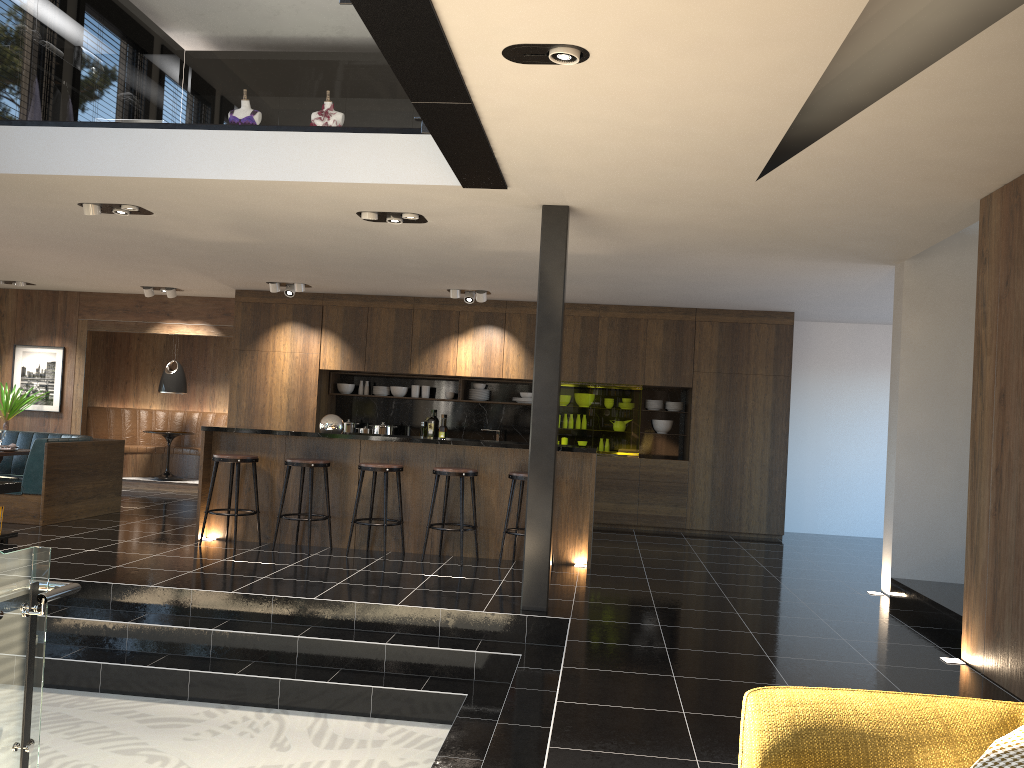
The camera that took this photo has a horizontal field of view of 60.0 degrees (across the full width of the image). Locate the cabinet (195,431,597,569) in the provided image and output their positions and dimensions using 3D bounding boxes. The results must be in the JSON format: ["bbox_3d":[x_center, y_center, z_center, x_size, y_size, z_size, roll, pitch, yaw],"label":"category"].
[{"bbox_3d":[-1.032,1.023,8.181,3.563,0.993,0.698,3,-2,6],"label":"cabinet"}]

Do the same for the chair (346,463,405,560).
[{"bbox_3d":[-1.167,1.100,7.745,0.412,0.799,0.413,3,-2,15],"label":"chair"}]

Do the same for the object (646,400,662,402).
[{"bbox_3d":[1.799,0.223,11.218,0.220,0.033,0.220,2,-2,16],"label":"object"}]

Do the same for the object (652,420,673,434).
[{"bbox_3d":[1.903,0.543,11.208,0.264,0.170,0.264,4,-2,-19],"label":"object"}]

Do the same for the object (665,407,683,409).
[{"bbox_3d":[2.047,0.316,11.190,0.220,0.033,0.220,3,-2,-11],"label":"object"}]

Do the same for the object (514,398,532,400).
[{"bbox_3d":[0.224,0.208,11.394,0.438,0.039,0.438,1,-3,42],"label":"object"}]

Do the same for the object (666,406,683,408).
[{"bbox_3d":[2.048,0.304,11.190,0.220,0.033,0.220,3,-2,-11],"label":"object"}]

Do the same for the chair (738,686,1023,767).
[{"bbox_3d":[0.827,0.825,1.682,1.030,1.097,0.808,3,-2,5],"label":"chair"}]

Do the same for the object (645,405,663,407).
[{"bbox_3d":[1.796,0.292,11.216,0.220,0.033,0.220,2,-2,16],"label":"object"}]

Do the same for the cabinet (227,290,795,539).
[{"bbox_3d":[-0.105,0.338,11.257,6.892,2.689,0.870,3,-1,6],"label":"cabinet"}]

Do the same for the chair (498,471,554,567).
[{"bbox_3d":[0.144,1.165,7.607,0.412,0.799,0.413,3,-2,15],"label":"chair"}]

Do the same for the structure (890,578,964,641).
[{"bbox_3d":[3.725,0.103,3.693,1.964,3.016,6.665,3,-2,6],"label":"structure"}]

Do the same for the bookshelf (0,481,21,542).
[{"bbox_3d":[-4.411,1.044,6.873,0.356,0.500,1.305,3,-2,6],"label":"bookshelf"}]

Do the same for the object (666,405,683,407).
[{"bbox_3d":[2.049,0.294,11.190,0.220,0.033,0.220,3,-2,-11],"label":"object"}]

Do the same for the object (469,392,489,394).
[{"bbox_3d":[-0.428,0.128,11.532,0.269,0.024,0.269,1,-3,44],"label":"object"}]

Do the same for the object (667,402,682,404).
[{"bbox_3d":[2.051,0.248,11.191,0.220,0.033,0.220,3,-2,-11],"label":"object"}]

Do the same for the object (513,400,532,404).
[{"bbox_3d":[0.223,0.235,11.393,0.438,0.039,0.438,1,-3,42],"label":"object"}]

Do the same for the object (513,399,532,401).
[{"bbox_3d":[0.224,0.223,11.393,0.438,0.039,0.438,1,-3,42],"label":"object"}]

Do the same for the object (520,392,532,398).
[{"bbox_3d":[0.225,0.160,11.396,0.254,0.088,0.254,2,-2,31],"label":"object"}]

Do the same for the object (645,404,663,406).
[{"bbox_3d":[1.796,0.281,11.217,0.220,0.033,0.220,2,-2,16],"label":"object"}]

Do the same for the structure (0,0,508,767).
[{"bbox_3d":[-1.897,-0.246,1.995,3.447,4.866,7.283,3,-2,5],"label":"structure"}]

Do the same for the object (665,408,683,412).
[{"bbox_3d":[2.047,0.329,11.189,0.220,0.033,0.220,3,-2,-11],"label":"object"}]

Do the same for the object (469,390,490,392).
[{"bbox_3d":[-0.426,0.101,11.533,0.269,0.024,0.269,1,-3,44],"label":"object"}]

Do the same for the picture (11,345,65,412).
[{"bbox_3d":[-6.618,-0.078,12.359,0.748,0.911,0.028,3,-1,6],"label":"picture"}]

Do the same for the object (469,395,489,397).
[{"bbox_3d":[-0.430,0.167,11.531,0.269,0.024,0.269,1,-3,44],"label":"object"}]

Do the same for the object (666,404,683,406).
[{"bbox_3d":[2.049,0.281,11.190,0.220,0.033,0.220,3,-2,-11],"label":"object"}]

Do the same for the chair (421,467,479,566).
[{"bbox_3d":[-0.511,1.132,7.676,0.412,0.799,0.413,3,-2,15],"label":"chair"}]

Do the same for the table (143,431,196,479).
[{"bbox_3d":[-4.812,0.993,12.420,0.702,0.643,0.702,4,-2,-19],"label":"table"}]

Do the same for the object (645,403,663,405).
[{"bbox_3d":[1.797,0.269,11.217,0.220,0.033,0.220,2,-2,16],"label":"object"}]

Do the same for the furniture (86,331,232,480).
[{"bbox_3d":[-4.724,0.201,12.902,2.638,2.334,1.175,3,-2,5],"label":"furniture"}]

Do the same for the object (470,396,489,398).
[{"bbox_3d":[-0.430,0.176,11.531,0.269,0.024,0.269,1,-3,44],"label":"object"}]

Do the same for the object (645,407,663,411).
[{"bbox_3d":[1.794,0.317,11.216,0.220,0.033,0.220,2,-2,16],"label":"object"}]

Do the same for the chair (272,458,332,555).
[{"bbox_3d":[-1.823,1.067,7.814,0.412,0.799,0.413,3,-2,15],"label":"chair"}]

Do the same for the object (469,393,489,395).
[{"bbox_3d":[-0.428,0.139,11.532,0.269,0.024,0.269,1,-3,44],"label":"object"}]

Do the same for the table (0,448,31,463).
[{"bbox_3d":[-5.681,0.966,8.928,1.538,0.661,0.823,3,-2,6],"label":"table"}]

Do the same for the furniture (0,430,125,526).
[{"bbox_3d":[-5.639,0.897,9.199,2.609,0.822,1.365,3,-2,6],"label":"furniture"}]

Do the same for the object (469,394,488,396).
[{"bbox_3d":[-0.429,0.156,11.531,0.269,0.024,0.269,1,-3,44],"label":"object"}]

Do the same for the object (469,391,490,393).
[{"bbox_3d":[-0.427,0.112,11.532,0.269,0.024,0.269,1,-3,44],"label":"object"}]

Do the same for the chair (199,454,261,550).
[{"bbox_3d":[-2.478,1.034,7.883,0.412,0.799,0.413,3,-2,15],"label":"chair"}]

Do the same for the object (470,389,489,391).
[{"bbox_3d":[-0.425,0.085,11.533,0.269,0.024,0.269,1,-3,44],"label":"object"}]

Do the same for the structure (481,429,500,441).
[{"bbox_3d":[-0.281,0.693,11.128,0.242,0.231,0.174,3,-2,6],"label":"structure"}]

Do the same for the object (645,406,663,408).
[{"bbox_3d":[1.795,0.304,11.216,0.220,0.033,0.220,2,-2,16],"label":"object"}]
